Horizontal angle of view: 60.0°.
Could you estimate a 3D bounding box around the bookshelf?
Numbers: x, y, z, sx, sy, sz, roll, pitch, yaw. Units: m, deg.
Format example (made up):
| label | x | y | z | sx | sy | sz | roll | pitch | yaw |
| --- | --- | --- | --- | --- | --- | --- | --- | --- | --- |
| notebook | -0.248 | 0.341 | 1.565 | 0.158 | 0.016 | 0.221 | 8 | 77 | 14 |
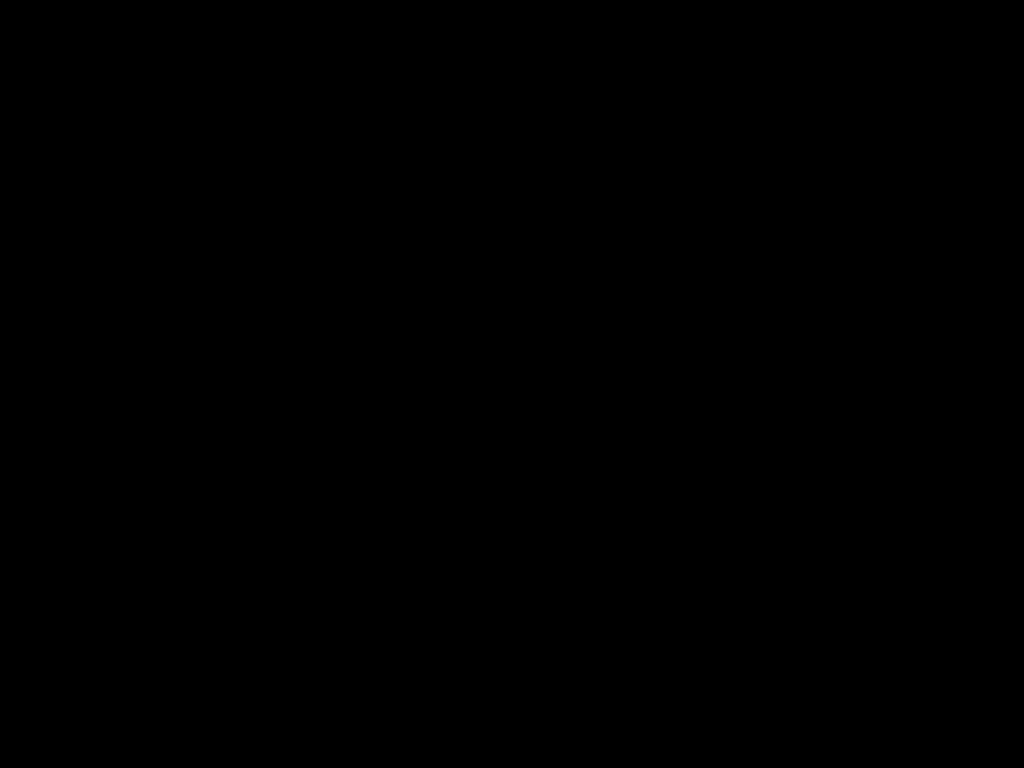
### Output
| label | x | y | z | sx | sy | sz | roll | pitch | yaw |
| --- | --- | --- | --- | --- | --- | --- | --- | --- | --- |
| bookshelf | 0.548 | 0.236 | 1.446 | 1.495 | 0.303 | 0.643 | -12 | -12 | 26 |
